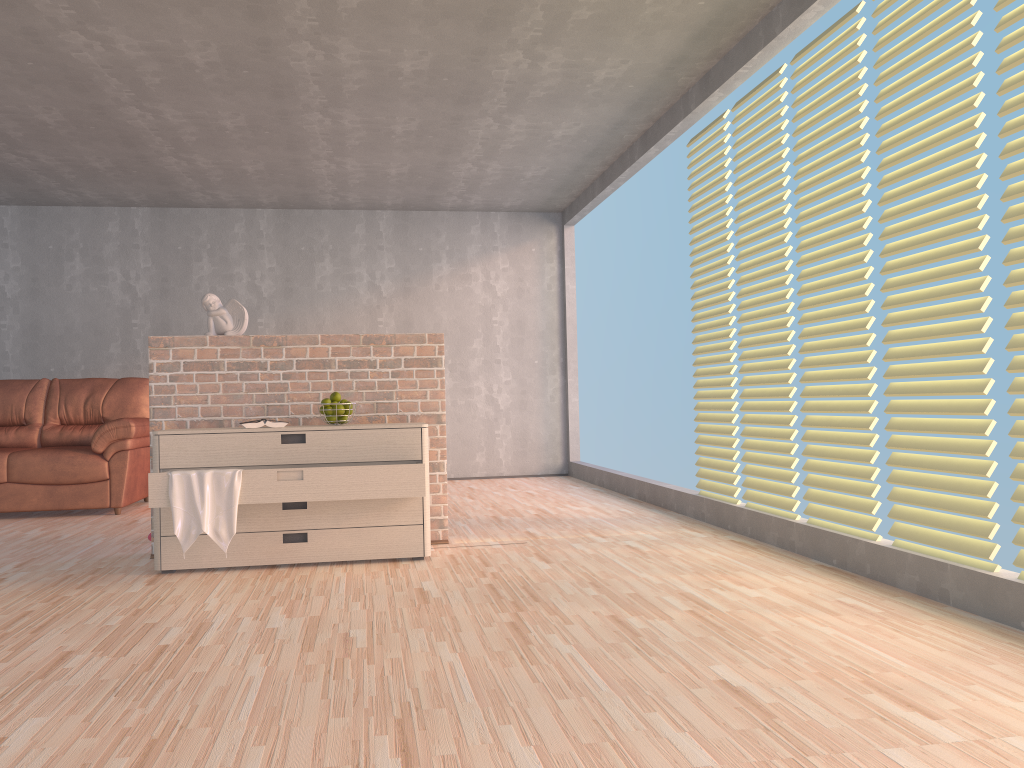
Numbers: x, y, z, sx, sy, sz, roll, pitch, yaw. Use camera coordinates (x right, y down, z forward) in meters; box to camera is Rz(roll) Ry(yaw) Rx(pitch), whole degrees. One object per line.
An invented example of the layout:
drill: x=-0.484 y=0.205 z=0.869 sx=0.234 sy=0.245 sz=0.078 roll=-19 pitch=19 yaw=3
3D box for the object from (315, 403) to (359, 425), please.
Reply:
object: x=-0.819 y=0.142 z=4.152 sx=0.202 sy=0.104 sz=0.202 roll=-1 pitch=-1 yaw=-16

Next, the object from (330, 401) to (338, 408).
object: x=-0.828 y=0.099 z=4.128 sx=0.039 sy=0.038 sz=0.039 roll=-2 pitch=-1 yaw=19

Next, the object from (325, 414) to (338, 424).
object: x=-0.843 y=0.159 z=4.135 sx=0.060 sy=0.055 sz=0.059 roll=-2 pitch=-1 yaw=35

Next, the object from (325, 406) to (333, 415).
object: x=-0.843 y=0.123 z=4.099 sx=0.038 sy=0.040 sz=0.039 roll=-1 pitch=-1 yaw=-1

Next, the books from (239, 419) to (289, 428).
books: x=-1.129 y=0.178 z=4.036 sx=0.209 sy=0.040 sz=0.146 roll=-1 pitch=-1 yaw=-20

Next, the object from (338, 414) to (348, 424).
object: x=-0.788 y=0.163 z=4.140 sx=0.046 sy=0.048 sz=0.048 roll=-1 pitch=-1 yaw=-21

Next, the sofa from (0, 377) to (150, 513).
sofa: x=-3.706 y=0.411 z=6.288 sx=2.202 sy=0.923 sz=0.981 roll=-1 pitch=-1 yaw=-10

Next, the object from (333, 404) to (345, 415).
object: x=-0.802 y=0.121 z=4.105 sx=0.057 sy=0.057 sz=0.057 roll=-2 pitch=-1 yaw=23

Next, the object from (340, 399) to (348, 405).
object: x=-0.787 y=0.092 z=4.159 sx=0.043 sy=0.043 sz=0.039 roll=-1 pitch=-1 yaw=-24

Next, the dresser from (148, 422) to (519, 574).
dresser: x=-0.720 y=0.495 z=4.012 sx=1.686 sy=0.612 sz=0.605 roll=-1 pitch=-1 yaw=-10

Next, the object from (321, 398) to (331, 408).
object: x=-0.861 y=0.087 z=4.109 sx=0.046 sy=0.045 sz=0.046 roll=-1 pitch=-1 yaw=-10

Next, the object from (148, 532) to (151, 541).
object: x=-1.869 y=0.813 z=4.770 sx=0.078 sy=0.066 sz=0.192 roll=-2 pitch=-1 yaw=26

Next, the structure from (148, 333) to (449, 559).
structure: x=-1.045 y=0.288 z=4.433 sx=1.422 sy=1.057 sz=0.211 roll=-1 pitch=-1 yaw=-10

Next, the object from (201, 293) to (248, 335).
object: x=-1.421 y=-0.340 z=4.380 sx=0.216 sy=0.218 sz=0.131 roll=-1 pitch=-1 yaw=-10

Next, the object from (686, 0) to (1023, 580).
object: x=1.434 y=-0.436 z=3.042 sx=0.044 sy=2.114 sz=4.372 roll=-1 pitch=-1 yaw=-10

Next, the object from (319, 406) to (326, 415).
object: x=-0.873 y=0.121 z=4.130 sx=0.046 sy=0.044 sz=0.046 roll=-1 pitch=-1 yaw=-14

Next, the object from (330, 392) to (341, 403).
object: x=-0.828 y=0.064 z=4.159 sx=0.054 sy=0.056 sz=0.054 roll=-1 pitch=-1 yaw=-10

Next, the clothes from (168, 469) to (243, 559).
clothes: x=-1.242 y=0.534 z=3.630 sx=0.325 sy=0.369 sz=0.097 roll=-1 pitch=-1 yaw=-9

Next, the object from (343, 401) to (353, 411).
object: x=-0.764 y=0.104 z=4.123 sx=0.047 sy=0.047 sz=0.046 roll=-2 pitch=-1 yaw=28

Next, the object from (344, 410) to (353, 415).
object: x=-0.778 y=0.126 z=4.182 sx=0.053 sy=0.054 sz=0.053 roll=-2 pitch=-1 yaw=26
